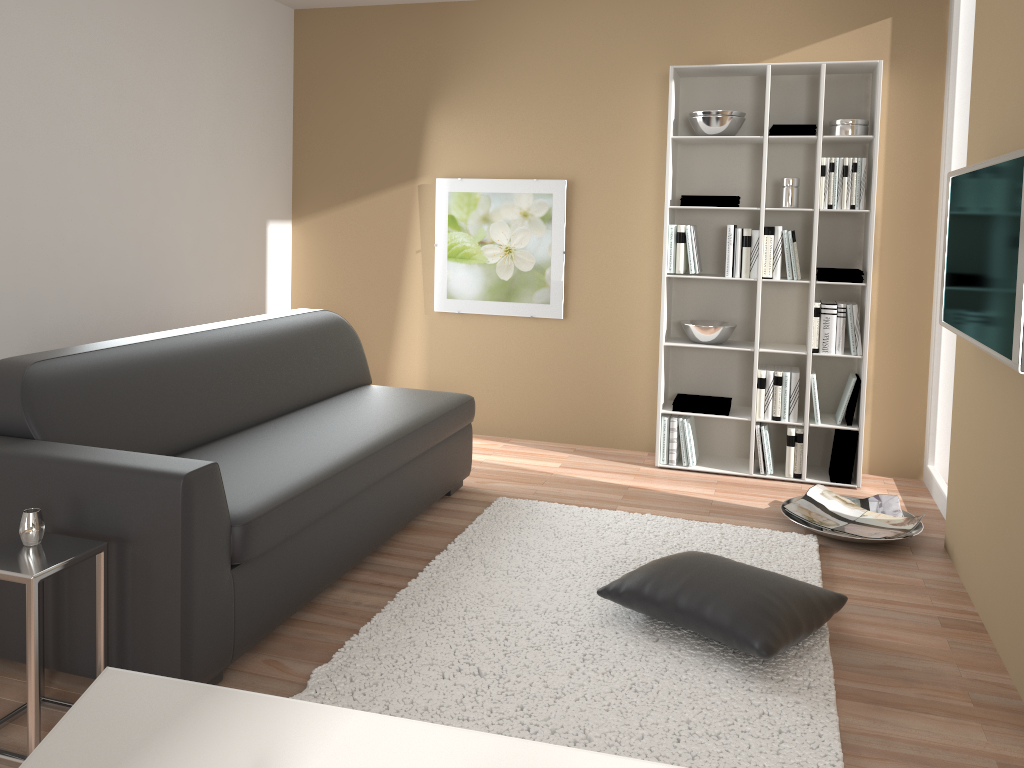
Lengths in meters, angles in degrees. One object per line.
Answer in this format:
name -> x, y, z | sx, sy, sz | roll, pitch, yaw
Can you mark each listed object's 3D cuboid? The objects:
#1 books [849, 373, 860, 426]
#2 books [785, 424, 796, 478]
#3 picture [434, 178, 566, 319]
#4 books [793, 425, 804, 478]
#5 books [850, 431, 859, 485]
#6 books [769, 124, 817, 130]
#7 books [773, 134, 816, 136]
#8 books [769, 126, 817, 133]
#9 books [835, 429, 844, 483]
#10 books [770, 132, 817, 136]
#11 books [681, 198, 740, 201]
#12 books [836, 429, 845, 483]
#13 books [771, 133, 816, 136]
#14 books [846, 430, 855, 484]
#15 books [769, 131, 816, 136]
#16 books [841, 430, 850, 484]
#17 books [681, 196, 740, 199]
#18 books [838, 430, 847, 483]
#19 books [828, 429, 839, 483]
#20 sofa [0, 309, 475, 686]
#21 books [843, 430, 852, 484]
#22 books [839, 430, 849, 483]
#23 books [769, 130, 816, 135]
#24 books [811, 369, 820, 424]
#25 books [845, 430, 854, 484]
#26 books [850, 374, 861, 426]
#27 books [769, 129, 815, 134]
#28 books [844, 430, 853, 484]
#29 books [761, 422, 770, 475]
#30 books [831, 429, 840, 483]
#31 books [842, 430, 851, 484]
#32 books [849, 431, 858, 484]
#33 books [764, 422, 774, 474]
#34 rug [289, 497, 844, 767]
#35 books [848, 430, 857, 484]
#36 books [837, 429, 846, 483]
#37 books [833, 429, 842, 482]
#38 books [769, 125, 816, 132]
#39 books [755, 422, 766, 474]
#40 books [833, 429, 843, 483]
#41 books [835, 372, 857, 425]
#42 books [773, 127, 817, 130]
books -> 1.774, 0.079, 4.582 | 0.043, 0.240, 0.221 | 3, 7, 17
books -> 1.471, 0.340, 4.650 | 0.040, 0.256, 0.210 | 3, 6, 17
picture -> -0.082, -0.818, 5.271 | 0.817, 0.809, 0.019 | 4, 4, 17
books -> 1.511, 0.342, 4.642 | 0.040, 0.256, 0.210 | 3, 6, 17
books -> 1.769, 0.364, 4.567 | 0.032, 0.266, 0.213 | 3, 6, 17
books -> 1.466, -1.342, 4.613 | 0.210, 0.006, 0.301 | 4, 11, 11
books -> 1.466, -1.294, 4.621 | 0.210, 0.006, 0.301 | 4, 11, 11
books -> 1.470, -1.332, 4.617 | 0.210, 0.008, 0.301 | 4, 11, 11
books -> 1.700, 0.356, 4.586 | 0.032, 0.270, 0.219 | 3, 6, 17
books -> 1.467, -1.306, 4.622 | 0.210, 0.006, 0.301 | 3, 11, 10
books -> 1.069, -0.993, 4.737 | 0.298, 0.008, 0.213 | 5, 11, 16
books -> 1.706, 0.358, 4.586 | 0.032, 0.266, 0.213 | 3, 6, 17
books -> 1.466, -1.299, 4.620 | 0.210, 0.006, 0.301 | 4, 11, 11
books -> 1.753, 0.362, 4.572 | 0.032, 0.266, 0.213 | 3, 6, 17
books -> 1.466, -1.310, 4.618 | 0.210, 0.006, 0.301 | 4, 11, 11
books -> 1.727, 0.361, 4.580 | 0.032, 0.266, 0.213 | 3, 6, 17
books -> 1.071, -1.002, 4.731 | 0.298, 0.007, 0.213 | 5, 11, 17
books -> 1.716, 0.357, 4.583 | 0.032, 0.271, 0.221 | 3, 6, 17
books -> 1.679, 0.357, 4.595 | 0.032, 0.266, 0.213 | 3, 6, 17
sofa -> -0.929, 0.229, 3.444 | 0.953, 0.825, 2.286 | 4, 10, 16
books -> 1.738, 0.358, 4.580 | 0.032, 0.268, 0.216 | 3, 6, 17
books -> 1.721, 0.360, 4.582 | 0.032, 0.266, 0.213 | 3, 6, 17
books -> 1.466, -1.316, 4.618 | 0.210, 0.006, 0.301 | 4, 11, 11
books -> 1.586, 0.062, 4.608 | 0.060, 0.257, 0.210 | 3, 6, 17
books -> 1.747, 0.360, 4.572 | 0.032, 0.270, 0.219 | 3, 6, 17
books -> 1.782, 0.082, 4.580 | 0.043, 0.236, 0.213 | 3, 7, 17
books -> 1.465, -1.322, 4.619 | 0.210, 0.006, 0.301 | 4, 11, 13
books -> 1.743, 0.359, 4.579 | 0.032, 0.268, 0.216 | 3, 6, 17
books -> 1.351, 0.331, 4.688 | 0.058, 0.255, 0.210 | 3, 6, 17
books -> 1.684, 0.357, 4.592 | 0.032, 0.267, 0.214 | 3, 6, 17
books -> 1.731, 0.361, 4.577 | 0.032, 0.267, 0.214 | 3, 6, 17
books -> 1.764, 0.361, 4.569 | 0.032, 0.271, 0.221 | 3, 6, 17
books -> 1.372, 0.327, 4.698 | 0.058, 0.255, 0.210 | 3, 6, 17
rug -> 0.311, 0.766, 2.935 | 1.452, 0.045, 2.050 | 5, 11, 16
books -> 1.758, 0.363, 4.570 | 0.032, 0.266, 0.213 | 3, 6, 17
books -> 1.711, 0.359, 4.585 | 0.032, 0.266, 0.213 | 3, 6, 17
books -> 1.691, 0.354, 4.594 | 0.032, 0.268, 0.216 | 3, 6, 17
books -> 1.465, -1.337, 4.615 | 0.210, 0.007, 0.301 | 4, 11, 11
books -> 1.328, 0.326, 4.699 | 0.060, 0.257, 0.210 | 3, 6, 17
books -> 1.696, 0.355, 4.593 | 0.032, 0.268, 0.216 | 3, 6, 17
books -> 1.742, 0.073, 4.594 | 0.085, 0.243, 0.210 | 3, 7, 17
books -> 1.470, -1.327, 4.617 | 0.210, 0.008, 0.301 | 4, 11, 11
